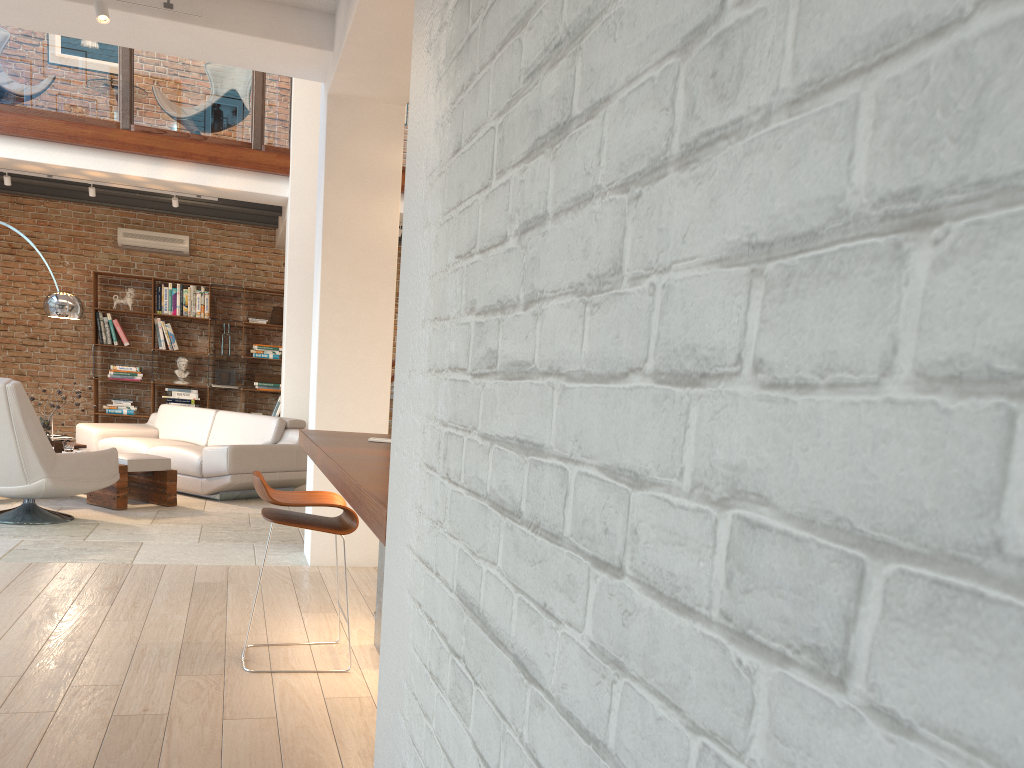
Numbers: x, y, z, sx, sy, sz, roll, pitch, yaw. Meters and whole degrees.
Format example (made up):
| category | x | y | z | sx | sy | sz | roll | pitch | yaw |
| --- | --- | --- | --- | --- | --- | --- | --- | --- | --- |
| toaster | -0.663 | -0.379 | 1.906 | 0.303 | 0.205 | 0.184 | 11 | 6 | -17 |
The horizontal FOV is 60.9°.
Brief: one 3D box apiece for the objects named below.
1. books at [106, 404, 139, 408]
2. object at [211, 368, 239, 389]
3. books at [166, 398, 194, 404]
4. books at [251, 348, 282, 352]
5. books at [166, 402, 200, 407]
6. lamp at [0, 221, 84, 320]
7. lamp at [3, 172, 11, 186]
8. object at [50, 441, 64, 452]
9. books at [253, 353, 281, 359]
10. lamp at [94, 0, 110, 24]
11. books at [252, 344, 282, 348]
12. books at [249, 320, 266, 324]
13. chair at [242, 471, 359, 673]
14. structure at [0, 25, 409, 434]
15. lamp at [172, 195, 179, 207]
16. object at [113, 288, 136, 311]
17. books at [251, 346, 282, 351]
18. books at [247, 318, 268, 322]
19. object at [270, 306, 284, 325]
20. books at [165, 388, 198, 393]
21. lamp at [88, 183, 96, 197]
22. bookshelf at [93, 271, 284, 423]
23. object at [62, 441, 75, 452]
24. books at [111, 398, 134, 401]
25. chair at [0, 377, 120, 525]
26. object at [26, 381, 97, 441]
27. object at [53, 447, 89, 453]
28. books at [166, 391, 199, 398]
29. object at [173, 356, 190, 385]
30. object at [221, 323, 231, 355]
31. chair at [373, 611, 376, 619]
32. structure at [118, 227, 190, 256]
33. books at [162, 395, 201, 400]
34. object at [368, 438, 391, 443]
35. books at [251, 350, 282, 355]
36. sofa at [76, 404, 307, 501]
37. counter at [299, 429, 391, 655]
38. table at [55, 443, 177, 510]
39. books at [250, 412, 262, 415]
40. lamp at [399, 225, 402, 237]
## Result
| category | x | y | z | sx | sy | sz | roll | pitch | yaw |
| --- | --- | --- | --- | --- | --- | --- | --- | --- | --- |
| books | -4.861 | 0.270 | 10.881 | 0.381 | 0.018 | 0.240 | 5 | 0 | -25 |
| object | -3.665 | -0.072 | 11.152 | 0.336 | 0.238 | 0.278 | 4 | 4 | -18 |
| books | -4.206 | 0.212 | 11.053 | 0.327 | 0.056 | 0.250 | 5 | 0 | -23 |
| books | -3.163 | -0.431 | 11.263 | 0.381 | 0.018 | 0.240 | 5 | 0 | -25 |
| books | -4.188 | 0.275 | 11.082 | 0.380 | 0.066 | 0.240 | 5 | 0 | -31 |
| lamp | -4.797 | -0.312 | 8.038 | 2.019 | 2.400 | 0.313 | 6 | 10 | 18 |
| lamp | -4.871 | -1.978 | 8.415 | 0.061 | 0.123 | 0.084 | 2 | 7 | -16 |
| object | -3.738 | 0.516 | 7.177 | 0.113 | 0.084 | 0.094 | 8 | 5 | 44 |
| books | -3.164 | -0.356 | 11.279 | 0.327 | 0.056 | 0.250 | 5 | 0 | -8 |
| lamp | -1.951 | -1.777 | 4.147 | 0.085 | 0.131 | 0.059 | 10 | 10 | 42 |
| books | -3.162 | -0.488 | 11.264 | 0.357 | 0.021 | 0.267 | 5 | 0 | -19 |
| books | -3.243 | -0.787 | 11.117 | 0.206 | 0.034 | 0.130 | 5 | 0 | -18 |
| chair | -0.878 | 0.757 | 3.577 | 0.423 | 0.791 | 0.394 | 2 | 8 | -18 |
| structure | -0.308 | -0.901 | 5.148 | 10.181 | 4.215 | 13.602 | 4 | 1 | -18 |
| lamp | -3.433 | -1.862 | 8.888 | 0.061 | 0.118 | 0.092 | 3 | 6 | -11 |
| object | -4.724 | -1.041 | 10.619 | 0.252 | 0.289 | 0.127 | 4 | 8 | -10 |
| books | -3.156 | -0.458 | 11.251 | 0.381 | 0.037 | 0.240 | 5 | 0 | -24 |
| books | -3.248 | -0.814 | 11.117 | 0.237 | 0.019 | 0.168 | 5 | 0 | -25 |
| object | -2.998 | -0.867 | 11.173 | 0.191 | 0.237 | 0.192 | 8 | 7 | 30 |
| books | -4.184 | 0.080 | 11.060 | 0.381 | 0.037 | 0.240 | 5 | 0 | -18 |
| lamp | -4.163 | -1.916 | 8.644 | 0.061 | 0.131 | 0.084 | 2 | 7 | -16 |
| bookshelf | -3.666 | -0.121 | 11.159 | 3.041 | 2.247 | 0.355 | 3 | 9 | -18 |
| object | -3.612 | 0.512 | 7.103 | 0.090 | 0.086 | 0.090 | 7 | 5 | 32 |
| books | -4.856 | 0.191 | 10.877 | 0.253 | 0.017 | 0.159 | 5 | 0 | -18 |
| chair | -3.427 | 0.461 | 6.066 | 1.027 | 1.037 | 0.953 | 4 | 5 | -1 |
| object | -3.798 | 0.248 | 7.373 | 0.311 | 0.619 | 0.540 | 12 | 9 | 43 |
| object | -3.623 | 0.549 | 7.192 | 0.245 | 0.035 | 0.271 | 4 | 0 | 44 |
| books | -4.185 | 0.132 | 11.075 | 0.381 | 0.066 | 0.240 | 5 | 0 | -23 |
| object | -4.167 | -0.171 | 11.006 | 0.196 | 0.357 | 0.189 | 4 | 7 | -2 |
| object | -3.620 | -0.566 | 11.049 | 0.122 | 0.407 | 0.060 | 2 | 10 | -15 |
| chair | -0.460 | 0.796 | 4.267 | 0.406 | 0.791 | 0.411 | 2 | 8 | -18 |
| structure | -4.410 | -1.751 | 10.752 | 0.815 | 0.224 | 0.195 | 4 | 5 | -18 |
| books | -4.191 | 0.175 | 11.063 | 0.446 | 0.021 | 0.267 | 5 | 0 | -18 |
| object | -0.413 | 0.233 | 3.687 | 0.396 | 0.035 | 0.194 | 5 | 0 | -14 |
| books | -3.183 | -0.405 | 11.272 | 0.381 | 0.037 | 0.240 | 5 | 0 | -18 |
| sofa | -3.092 | 0.629 | 8.551 | 2.304 | 0.771 | 1.137 | 5 | 3 | 32 |
| counter | 0.150 | 0.759 | 3.211 | 1.690 | 0.936 | 2.450 | 4 | 1 | -18 |
| table | -4.149 | 0.699 | 7.195 | 2.181 | 0.437 | 1.962 | 4 | 0 | 33 |
| books | -3.341 | 0.393 | 11.392 | 0.133 | 0.034 | 0.202 | 4 | 0 | -23 |
| lamp | -1.241 | -1.676 | 9.582 | 0.085 | 0.131 | 0.059 | 10 | 10 | 42 |
